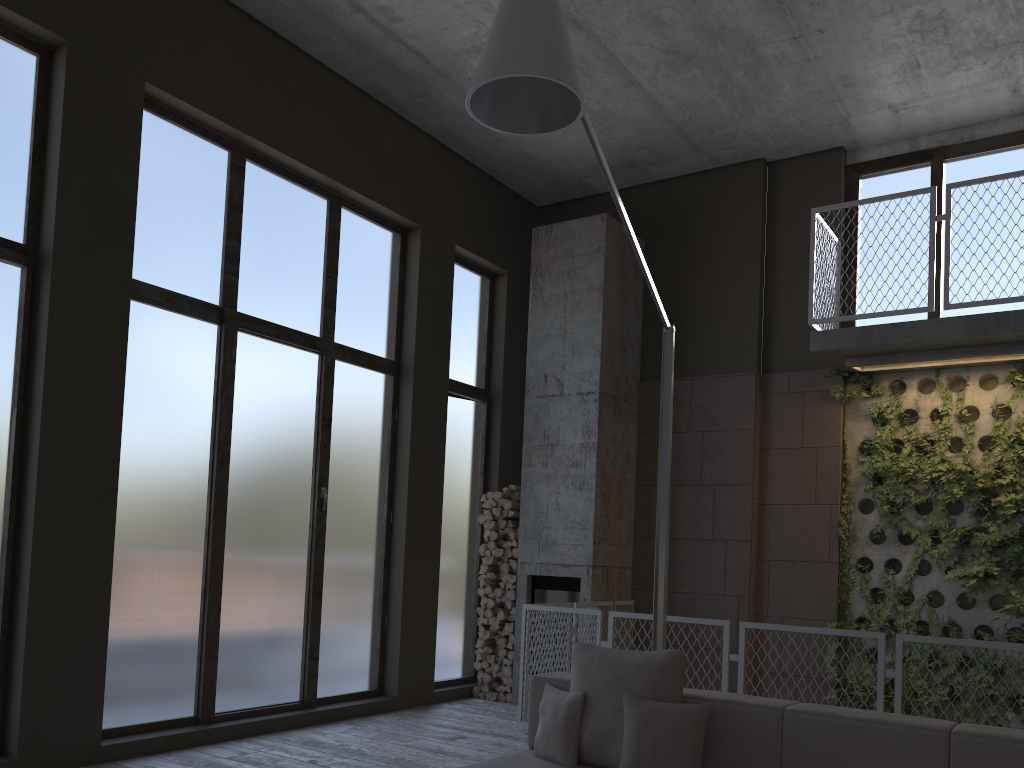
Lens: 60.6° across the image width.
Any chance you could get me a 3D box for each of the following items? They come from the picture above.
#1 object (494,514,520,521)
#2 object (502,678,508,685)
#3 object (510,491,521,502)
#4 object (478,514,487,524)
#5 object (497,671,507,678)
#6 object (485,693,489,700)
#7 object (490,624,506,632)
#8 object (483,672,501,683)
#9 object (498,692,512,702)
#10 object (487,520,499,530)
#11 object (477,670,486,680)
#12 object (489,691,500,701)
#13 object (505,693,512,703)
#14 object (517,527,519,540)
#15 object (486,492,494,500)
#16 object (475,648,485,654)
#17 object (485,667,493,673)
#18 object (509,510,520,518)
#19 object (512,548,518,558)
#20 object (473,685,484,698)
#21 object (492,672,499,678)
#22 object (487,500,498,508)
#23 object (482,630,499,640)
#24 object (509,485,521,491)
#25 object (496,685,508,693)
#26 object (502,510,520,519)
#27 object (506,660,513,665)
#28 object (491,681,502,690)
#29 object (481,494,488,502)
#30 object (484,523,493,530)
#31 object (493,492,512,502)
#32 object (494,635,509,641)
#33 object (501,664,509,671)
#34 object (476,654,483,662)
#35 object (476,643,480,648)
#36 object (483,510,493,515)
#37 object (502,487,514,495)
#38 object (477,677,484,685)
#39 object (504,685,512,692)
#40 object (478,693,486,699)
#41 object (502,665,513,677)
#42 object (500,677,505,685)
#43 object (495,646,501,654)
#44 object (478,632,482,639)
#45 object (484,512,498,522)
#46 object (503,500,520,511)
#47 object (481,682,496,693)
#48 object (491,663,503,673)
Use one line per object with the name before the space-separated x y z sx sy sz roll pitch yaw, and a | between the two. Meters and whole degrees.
object | -0.004 1.322 8.592 0.115 0.078 0.442 -3 -12 33
object | 0.044 2.856 8.459 0.067 0.084 0.431 -1 -11 31
object | 0.107 1.111 8.600 0.099 0.106 0.298 -2 -11 34
object | -0.175 1.351 8.674 0.091 0.091 0.444 -2 -12 33
object | 0.011 2.791 8.472 0.122 0.067 0.369 -4 -13 34
object | -0.118 3.031 8.560 0.067 0.066 0.429 -2 -12 33
object | -0.050 2.369 8.541 0.115 0.078 0.442 -3 -12 33
object | -0.159 2.842 8.520 0.098 0.105 0.298 -2 -11 35
object | 0.025 3.012 8.485 0.091 0.088 0.462 -2 -12 33
object | -0.076 1.395 8.606 0.093 0.082 0.487 -2 -12 33
object | -0.213 2.848 8.610 0.101 0.101 0.297 -2 -11 35
object | -0.055 3.015 8.516 0.093 0.082 0.487 -2 -12 33
object | 0.095 2.997 8.434 0.092 0.091 0.444 -2 -12 33
object | 0.167 1.458 8.493 0.063 0.124 0.369 0 -10 32
object | -0.091 1.129 8.672 0.091 0.089 0.462 -2 -12 32
object | -0.213 2.621 8.638 0.122 0.067 0.369 -3 -12 32
object | -0.135 2.773 8.546 0.089 0.056 0.337 -3 -12 33
object | 0.110 1.269 8.502 0.066 0.066 0.429 -2 -12 33
object | 0.156 1.640 8.499 0.092 0.091 0.444 -2 -12 33
object | -0.257 3.005 8.612 0.064 0.123 0.369 0 -10 32
object | -0.072 2.812 8.531 0.064 0.073 0.365 -1 -11 32
object | -0.080 1.191 8.611 0.113 0.078 0.442 -3 -12 33
object | -0.122 2.441 8.555 0.093 0.082 0.487 -2 -12 33
object | 0.092 1.029 8.579 0.088 0.055 0.337 -3 -12 33
object | 0.016 2.942 8.502 0.115 0.078 0.442 -3 -12 33
object | 0.043 1.276 8.547 0.067 0.065 0.429 -2 -12 33
object | 0.040 2.647 8.351 0.063 0.047 0.254 -3 -12 32
object | -0.062 2.940 8.569 0.101 0.085 0.368 -2 -12 33
object | -0.161 1.143 8.682 0.067 0.068 0.429 -2 -12 33
object | -0.138 1.410 8.649 0.067 0.066 0.429 -2 -12 33
object | -0.063 1.113 8.551 0.104 0.101 0.296 -2 -11 33
object | -0.048 2.462 8.543 0.064 0.073 0.364 -2 -11 35
object | 0.033 2.730 8.495 0.067 0.070 0.429 -2 -12 33
object | -0.197 2.695 8.636 0.067 0.084 0.431 -2 -11 36
object | -0.203 2.560 8.669 0.067 0.070 0.429 -2 -12 35
object | -0.141 1.285 8.677 0.066 0.085 0.432 -1 -11 31
object | 0.025 1.065 8.591 0.065 0.072 0.365 -2 -11 32
object | -0.247 2.879 8.528 0.045 0.072 0.255 -1 -11 33
object | 0.071 2.909 8.445 0.071 0.071 0.429 -2 -12 33
object | -0.185 3.035 8.605 0.067 0.066 0.429 -2 -12 33
object | 0.031 2.722 8.352 0.101 0.101 0.297 -2 -11 33
object | 0.008 2.885 8.567 0.104 0.101 0.296 -2 -11 33
object | -0.019 2.588 8.567 0.101 0.085 0.368 -3 -12 34
object | -0.184 2.457 8.598 0.067 0.066 0.429 -2 -12 33
object | -0.104 1.319 8.623 0.091 0.088 0.462 -2 -12 33
object | 0.076 1.193 8.524 0.093 0.092 0.444 -2 -12 33
object | -0.141 2.956 8.590 0.092 0.092 0.444 -2 -12 33
object | -0.042 2.739 8.509 0.091 0.088 0.462 -2 -12 32
